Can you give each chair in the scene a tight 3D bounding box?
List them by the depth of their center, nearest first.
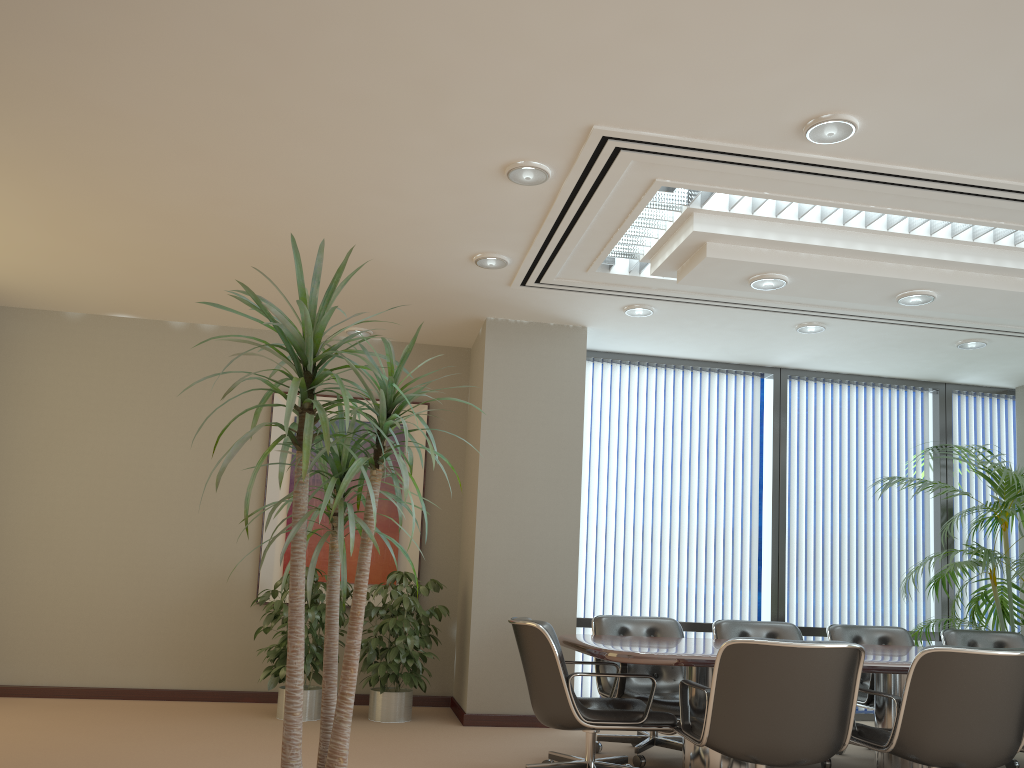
[{"bbox_3d":[1.144,1.580,4.037,0.753,0.846,0.870,4,-10,-5],"label":"chair"},{"bbox_3d":[2.019,1.643,4.137,0.759,0.846,0.865,4,-10,-9],"label":"chair"},{"bbox_3d":[0.387,1.687,4.667,0.853,0.847,0.770,4,-10,-9],"label":"chair"},{"bbox_3d":[2.713,1.892,5.095,0.759,0.844,2.568,4,-12,-9],"label":"chair"},{"bbox_3d":[0.905,1.921,5.599,0.760,0.846,0.864,5,-10,-14],"label":"chair"},{"bbox_3d":[1.736,2.000,5.777,0.759,0.846,0.865,4,-10,-9],"label":"chair"},{"bbox_3d":[3.413,2.131,6.012,0.759,0.846,0.866,3,-10,-4],"label":"chair"}]

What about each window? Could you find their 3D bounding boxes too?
[{"bbox_3d":[4.454,1.246,6.753,7.399,2.870,3.577,-6,-13,35],"label":"window"}]

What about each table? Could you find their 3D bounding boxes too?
[{"bbox_3d":[2.322,1.909,5.013,4.072,0.739,1.531,5,-12,-9],"label":"table"}]

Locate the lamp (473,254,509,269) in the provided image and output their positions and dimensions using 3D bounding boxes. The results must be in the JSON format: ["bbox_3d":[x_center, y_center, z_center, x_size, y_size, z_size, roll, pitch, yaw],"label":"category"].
[{"bbox_3d":[-0.130,-0.762,5.525,0.225,0.035,0.229,1,-13,8],"label":"lamp"}]

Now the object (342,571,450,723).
[{"bbox_3d":[-0.881,1.949,6.611,0.736,1.078,0.810,-1,-10,22],"label":"object"}]

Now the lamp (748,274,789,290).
[{"bbox_3d":[1.493,-0.587,5.133,0.225,0.035,0.229,1,-13,8],"label":"lamp"}]

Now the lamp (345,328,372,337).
[{"bbox_3d":[-1.266,-0.420,7.279,0.225,0.035,0.229,2,-13,1],"label":"lamp"}]

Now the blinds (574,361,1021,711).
[{"bbox_3d":[2.889,1.410,7.838,4.899,2.870,0.032,5,-7,-9],"label":"blinds"}]

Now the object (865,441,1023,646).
[{"bbox_3d":[4.013,1.579,7.088,2.165,2.444,2.122,1,-10,11],"label":"object"}]

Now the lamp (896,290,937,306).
[{"bbox_3d":[2.423,-0.509,5.287,0.225,0.035,0.229,-1,-13,15],"label":"lamp"}]

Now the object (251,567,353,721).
[{"bbox_3d":[-1.495,1.883,6.444,0.740,1.078,0.806,7,-10,-27],"label":"object"}]

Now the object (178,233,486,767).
[{"bbox_3d":[-0.579,0.513,2.690,0.823,1.807,0.812,8,-9,-34],"label":"object"}]

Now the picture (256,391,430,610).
[{"bbox_3d":[-1.377,0.966,7.284,1.297,1.723,0.059,4,-7,-9],"label":"picture"}]

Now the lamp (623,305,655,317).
[{"bbox_3d":[0.918,-0.522,6.374,0.225,0.035,0.229,1,-13,8],"label":"lamp"}]

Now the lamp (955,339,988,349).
[{"bbox_3d":[3.551,-0.302,6.810,0.225,0.035,0.229,-1,-13,15],"label":"lamp"}]

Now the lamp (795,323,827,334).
[{"bbox_3d":[2.234,-0.412,6.592,0.225,0.035,0.229,-1,-13,15],"label":"lamp"}]

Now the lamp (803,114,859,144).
[{"bbox_3d":[1.366,-1.086,3.781,0.226,0.035,0.228,7,-13,-19],"label":"lamp"}]

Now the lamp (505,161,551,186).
[{"bbox_3d":[0.078,-1.024,4.321,0.225,0.035,0.229,4,-13,-6],"label":"lamp"}]
